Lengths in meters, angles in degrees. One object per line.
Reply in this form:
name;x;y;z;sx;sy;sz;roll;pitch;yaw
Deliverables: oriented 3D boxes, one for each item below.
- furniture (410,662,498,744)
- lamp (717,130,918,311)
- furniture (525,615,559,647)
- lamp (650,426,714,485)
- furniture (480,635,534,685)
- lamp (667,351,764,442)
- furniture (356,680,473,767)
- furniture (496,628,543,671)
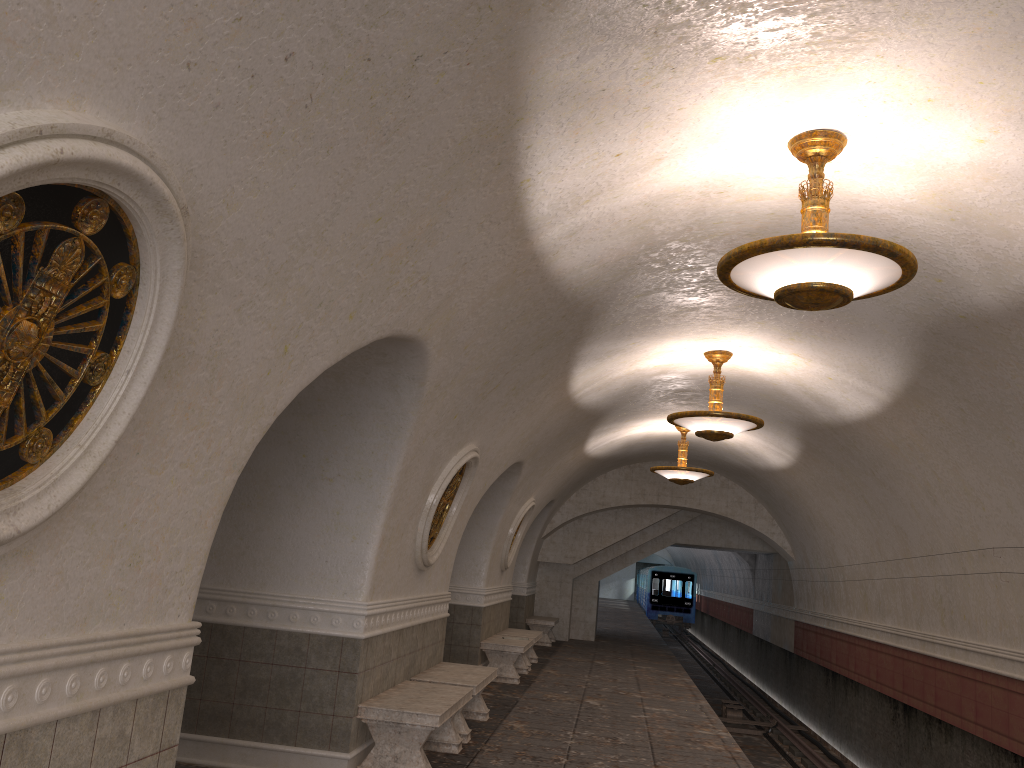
furniture;-0.557;3.080;8.654;0.613;0.508;1.509;4;-11;7
lamp;1.629;-0.853;4.770;1.008;0.955;1.008;0;-12;23
furniture;0.644;5.266;18.939;0.613;0.508;1.509;4;-11;7
lamp;2.725;1.142;14.155;1.008;0.955;1.008;14;-14;-36
furniture;-0.072;3.964;12.814;0.613;0.508;1.509;4;-11;7
lamp;2.177;0.144;9.462;1.008;0.955;1.008;0;-12;23
furniture;-0.748;2.732;7.020;0.613;0.508;1.509;4;-11;7
furniture;0.119;4.311;14.449;0.613;0.508;1.509;4;-11;7
